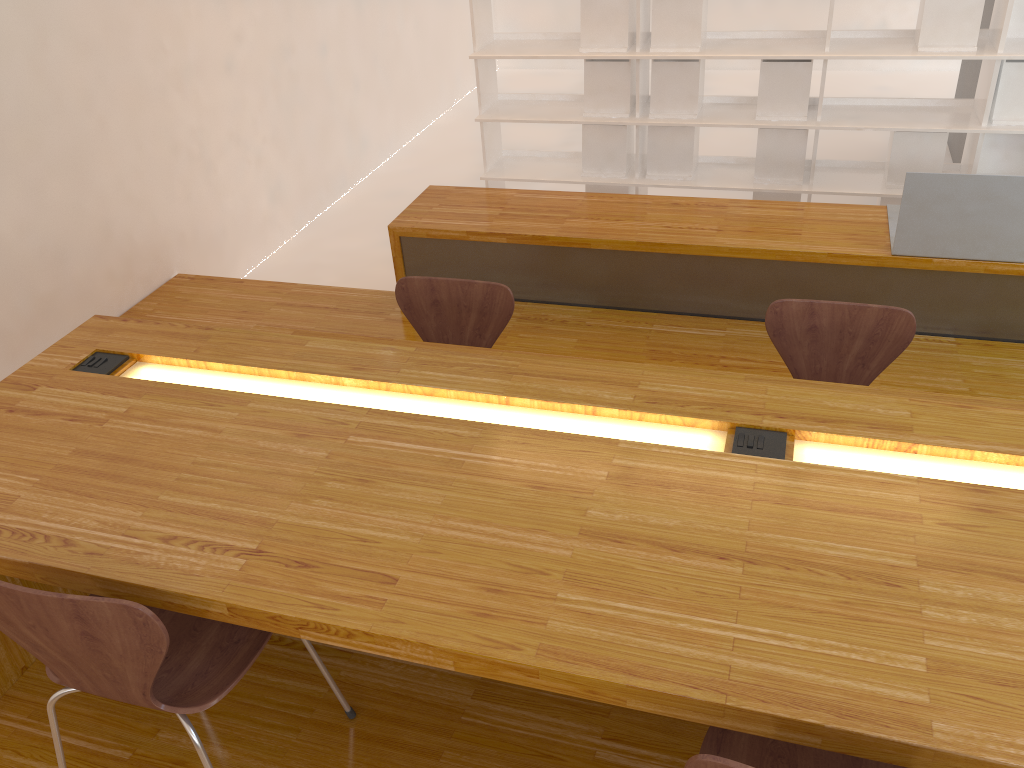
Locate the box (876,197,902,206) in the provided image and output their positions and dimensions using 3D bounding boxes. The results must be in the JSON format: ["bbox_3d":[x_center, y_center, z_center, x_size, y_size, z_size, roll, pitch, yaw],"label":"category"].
[{"bbox_3d":[2.034,-0.890,4.618,0.245,0.296,0.274,6,34,17],"label":"box"}]

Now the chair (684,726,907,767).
[{"bbox_3d":[0.448,0.618,1.232,0.428,0.693,0.381,6,34,17],"label":"chair"}]

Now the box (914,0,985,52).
[{"bbox_3d":[2.013,-1.713,4.071,0.245,0.296,0.274,6,34,17],"label":"box"}]

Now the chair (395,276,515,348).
[{"bbox_3d":[-0.208,0.066,2.755,0.428,0.693,0.381,6,34,17],"label":"chair"}]

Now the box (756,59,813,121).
[{"bbox_3d":[1.371,-1.511,4.449,0.245,0.296,0.274,6,34,17],"label":"box"}]

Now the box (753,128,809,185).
[{"bbox_3d":[1.407,-1.234,4.622,0.245,0.296,0.274,6,34,17],"label":"box"}]

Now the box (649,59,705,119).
[{"bbox_3d":[0.858,-1.568,4.603,0.245,0.296,0.274,6,34,17],"label":"box"}]

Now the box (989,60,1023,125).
[{"bbox_3d":[2.393,-1.397,4.141,0.245,0.296,0.274,6,34,17],"label":"box"}]

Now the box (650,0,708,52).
[{"bbox_3d":[0.836,-1.843,4.426,0.245,0.296,0.274,6,34,17],"label":"box"}]

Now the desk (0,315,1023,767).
[{"bbox_3d":[0.515,0.448,1.864,3.236,0.918,1.285,6,34,17],"label":"desk"}]

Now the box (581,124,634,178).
[{"bbox_3d":[0.527,-1.331,4.887,0.245,0.296,0.274,6,34,17],"label":"box"}]

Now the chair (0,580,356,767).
[{"bbox_3d":[-0.606,0.479,1.582,0.428,0.693,0.381,6,34,17],"label":"chair"}]

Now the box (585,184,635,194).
[{"bbox_3d":[0.559,-1.055,5.061,0.245,0.296,0.274,6,34,17],"label":"box"}]

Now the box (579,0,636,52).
[{"bbox_3d":[0.491,-1.882,4.529,0.245,0.296,0.274,6,34,17],"label":"box"}]

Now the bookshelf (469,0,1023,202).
[{"bbox_3d":[1.136,-1.486,4.467,2.984,1.836,0.498,6,34,17],"label":"bookshelf"}]

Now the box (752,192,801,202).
[{"bbox_3d":[1.429,-0.958,4.800,0.245,0.296,0.274,6,34,17],"label":"box"}]

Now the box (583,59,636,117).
[{"bbox_3d":[0.523,-1.605,4.703,0.245,0.296,0.274,6,34,17],"label":"box"}]

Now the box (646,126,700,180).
[{"bbox_3d":[0.868,-1.294,4.784,0.245,0.296,0.274,6,34,17],"label":"box"}]

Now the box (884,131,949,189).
[{"bbox_3d":[2.022,-1.165,4.437,0.245,0.296,0.274,6,34,17],"label":"box"}]

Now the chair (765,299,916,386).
[{"bbox_3d":[0.869,0.164,2.465,0.428,0.693,0.381,6,34,17],"label":"chair"}]
